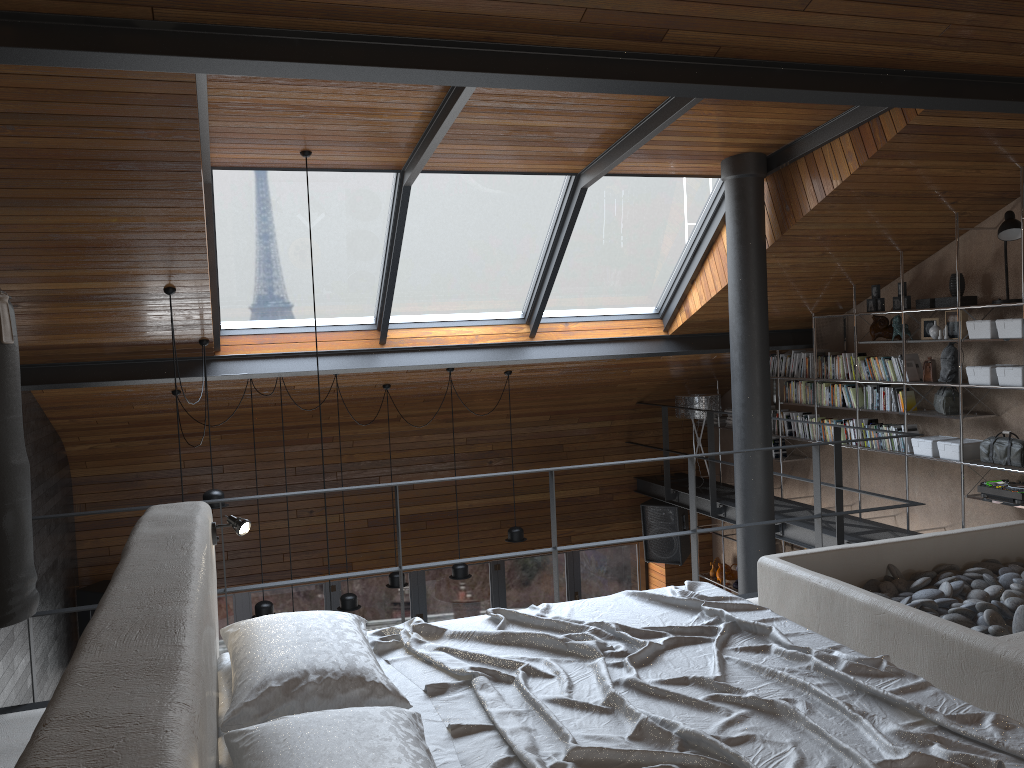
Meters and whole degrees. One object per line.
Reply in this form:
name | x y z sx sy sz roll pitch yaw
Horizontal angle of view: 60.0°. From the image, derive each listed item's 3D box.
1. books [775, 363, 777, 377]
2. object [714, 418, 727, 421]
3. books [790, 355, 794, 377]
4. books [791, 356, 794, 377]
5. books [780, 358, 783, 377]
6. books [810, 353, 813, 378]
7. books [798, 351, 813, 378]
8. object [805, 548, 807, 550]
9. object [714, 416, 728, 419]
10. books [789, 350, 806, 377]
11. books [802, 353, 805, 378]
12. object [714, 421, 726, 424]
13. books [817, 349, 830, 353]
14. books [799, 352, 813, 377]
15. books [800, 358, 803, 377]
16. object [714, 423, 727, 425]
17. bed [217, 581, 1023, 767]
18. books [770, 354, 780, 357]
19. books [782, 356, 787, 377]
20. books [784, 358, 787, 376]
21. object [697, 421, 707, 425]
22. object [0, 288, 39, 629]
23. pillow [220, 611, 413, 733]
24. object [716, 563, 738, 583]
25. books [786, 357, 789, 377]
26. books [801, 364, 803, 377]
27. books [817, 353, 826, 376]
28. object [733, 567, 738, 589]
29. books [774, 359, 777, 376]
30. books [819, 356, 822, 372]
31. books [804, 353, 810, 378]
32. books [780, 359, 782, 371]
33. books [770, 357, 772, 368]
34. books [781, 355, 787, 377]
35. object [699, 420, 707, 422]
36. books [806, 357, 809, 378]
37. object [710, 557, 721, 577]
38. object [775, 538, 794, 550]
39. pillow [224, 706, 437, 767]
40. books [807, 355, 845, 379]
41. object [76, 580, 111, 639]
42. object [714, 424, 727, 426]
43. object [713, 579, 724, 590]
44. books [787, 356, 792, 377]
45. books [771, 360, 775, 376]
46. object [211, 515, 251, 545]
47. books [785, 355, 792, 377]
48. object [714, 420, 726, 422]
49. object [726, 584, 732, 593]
books | 2.687 -0.163 8.866 0.112 0.173 0.054 -3 3 -18
object | 2.391 0.394 10.020 0.228 0.016 0.182 -4 3 -18
books | 2.775 -0.177 8.651 0.118 0.218 0.073 -3 3 -18
books | 2.793 -0.175 8.622 0.155 0.212 0.073 -3 3 -18
books | 2.727 -0.171 8.786 0.138 0.189 0.065 -3 3 -18
books | 2.881 -0.178 8.378 0.148 0.234 0.013 -3 3 -18
books | 2.850 -0.191 8.542 0.191 0.249 0.077 -3 3 -18
object | 2.969 1.490 8.692 0.215 0.458 0.328 -3 3 -13
object | 2.360 0.380 10.034 0.203 0.013 0.161 -4 3 -18
books | 2.788 -0.201 8.667 0.143 0.264 0.088 -3 3 -18
books | 2.840 -0.179 8.468 0.148 0.233 0.053 -3 3 -18
object | 2.383 0.425 10.034 0.262 0.025 0.176 -4 3 -18
books | 2.907 -0.192 8.294 0.143 0.268 0.020 -3 3 -18
books | 2.859 -0.189 8.532 0.191 0.244 0.075 -3 3 -18
books | 2.827 -0.160 8.505 0.131 0.178 0.057 -4 3 -19
object | 2.384 0.444 10.045 0.226 0.012 0.159 -4 3 -18
bed | 0.200 1.087 2.590 2.011 0.484 1.826 -4 3 -18
books | 2.667 -0.194 9.006 0.129 0.226 0.069 -3 3 -18
books | 2.738 -0.175 8.758 0.131 0.202 0.068 -3 3 -18
books | 2.749 -0.169 8.747 0.120 0.186 0.064 -3 3 -18
object | 2.289 0.443 10.282 0.234 0.025 0.176 -4 3 -18
object | -2.117 0.130 3.408 0.445 1.603 0.442 -2 3 9
pillow | -0.637 0.856 2.750 0.509 0.173 0.842 -4 3 -18
object | 2.462 2.139 10.095 0.278 0.222 0.138 -3 3 -8
books | 2.758 -0.168 8.707 0.126 0.194 0.064 -3 3 -18
books | 2.840 -0.169 8.495 0.137 0.197 0.063 -4 3 -19
books | 2.895 -0.173 8.274 0.129 0.231 0.010 -3 3 -18
object | 2.554 1.812 9.819 0.244 0.879 0.244 -2 3 10
books | 2.689 -0.166 8.877 0.117 0.180 0.059 -3 3 -18
books | 2.915 -0.158 8.251 0.129 0.203 0.021 -3 3 -18
books | 2.851 -0.180 8.448 0.148 0.234 0.033 -3 3 -18
books | 2.710 -0.161 8.798 0.112 0.173 0.054 -3 3 -18
books | 2.674 -0.179 8.970 0.139 0.199 0.074 -4 3 -19
books | 2.734 -0.180 8.770 0.137 0.213 0.068 -3 3 -18
object | 2.302 0.424 10.286 0.216 0.013 0.161 -4 3 -18
books | 2.858 -0.162 8.426 0.143 0.199 0.019 -3 3 -18
object | 2.380 2.132 10.331 0.233 0.209 0.107 -4 3 -31
object | 2.791 1.485 9.106 0.207 0.442 0.328 -4 3 -25
pillow | -0.355 0.882 1.900 0.502 0.176 0.837 -3 3 -18
books | 2.923 -0.160 8.168 0.131 0.216 0.509 -3 3 -18
object | -3.718 3.037 8.255 0.686 2.298 0.639 -2 3 20
object | 2.371 0.458 10.037 0.201 0.012 0.161 -4 3 -18
object | 2.407 2.371 10.326 0.116 0.229 0.233 -2 3 22
books | 2.762 -0.171 8.689 0.123 0.201 0.071 -3 3 -18
books | 2.673 -0.162 8.925 0.119 0.169 0.058 -3 3 -18
object | -1.052 0.542 3.272 0.165 0.106 0.085 -2 3 10
books | 2.752 -0.179 8.716 0.133 0.215 0.070 -3 3 -18
object | 2.370 0.408 10.029 0.201 0.013 0.161 -4 3 -18
object | 2.475 2.381 10.137 0.060 0.223 0.267 -1 3 27
